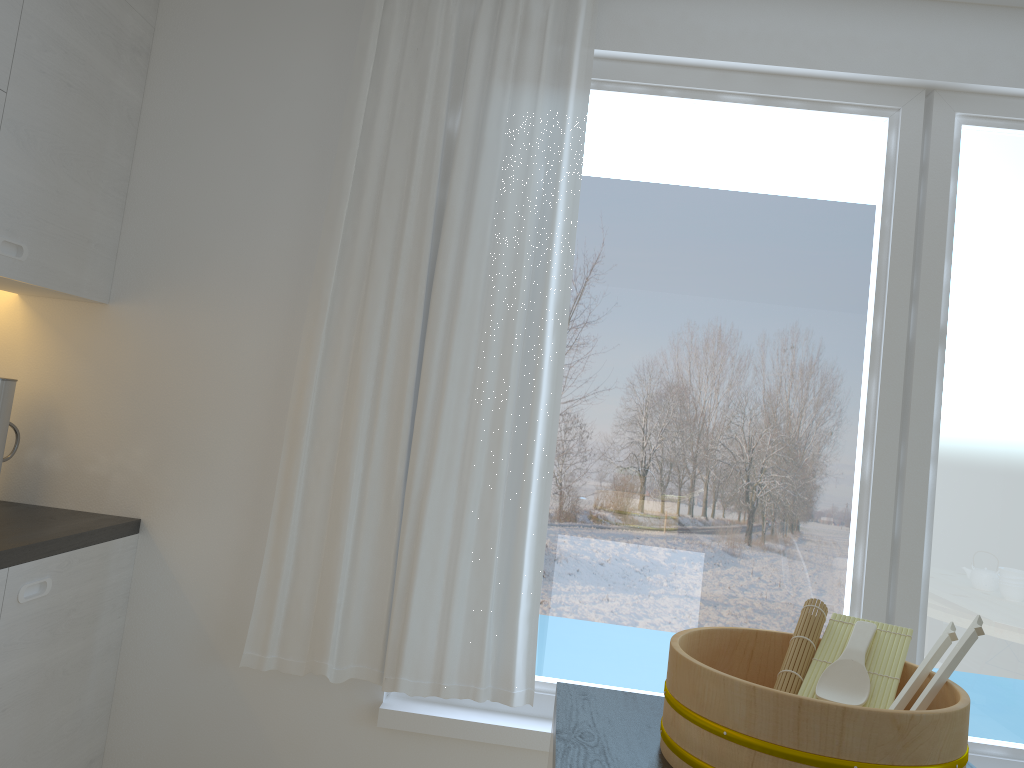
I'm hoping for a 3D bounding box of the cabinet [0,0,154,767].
[{"bbox_3d":[-1.349,-0.011,0.987,0.481,2.313,3.185,7,-3,3],"label":"cabinet"}]

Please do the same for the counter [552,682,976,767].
[{"bbox_3d":[0.302,0.483,0.217,0.601,0.040,2.389,7,-2,3],"label":"counter"}]

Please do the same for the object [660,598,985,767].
[{"bbox_3d":[0.409,0.406,1.196,0.379,0.215,0.427,5,-3,32],"label":"object"}]

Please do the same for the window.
[{"bbox_3d":[1.116,0.088,2.547,2.727,1.930,0.088,7,-6,4],"label":"window"}]

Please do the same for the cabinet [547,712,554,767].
[{"bbox_3d":[0.245,0.955,0.170,0.601,0.914,2.389,7,-3,3],"label":"cabinet"}]

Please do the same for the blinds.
[{"bbox_3d":[-0.211,-0.260,2.462,0.795,2.173,0.149,7,-6,3],"label":"blinds"}]

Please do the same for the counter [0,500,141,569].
[{"bbox_3d":[-1.415,0.327,1.555,0.600,0.040,1.991,7,-2,3],"label":"counter"}]
